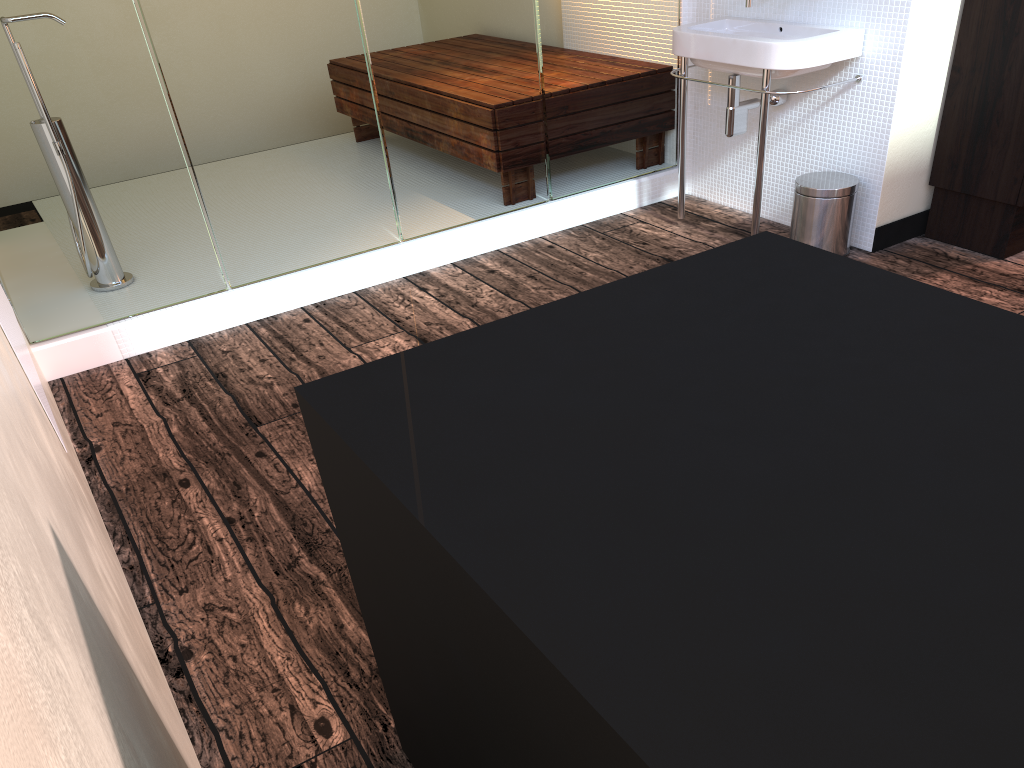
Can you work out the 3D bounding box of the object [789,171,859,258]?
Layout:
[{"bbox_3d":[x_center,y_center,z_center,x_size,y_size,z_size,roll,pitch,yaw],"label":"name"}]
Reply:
[{"bbox_3d":[1.133,-0.675,3.233,0.222,0.312,0.219,9,36,22],"label":"object"}]

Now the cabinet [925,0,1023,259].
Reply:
[{"bbox_3d":[2.390,-1.254,3.338,1.845,0.940,0.381,-22,37,-23],"label":"cabinet"}]

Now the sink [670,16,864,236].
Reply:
[{"bbox_3d":[0.890,-1.049,3.324,0.344,0.799,0.672,-23,37,-24],"label":"sink"}]

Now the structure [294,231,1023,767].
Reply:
[{"bbox_3d":[0.335,0.408,1.181,0.796,0.877,0.858,-23,37,-24],"label":"structure"}]

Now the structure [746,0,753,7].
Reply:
[{"bbox_3d":[0.897,-1.514,3.024,0.235,0.125,0.294,-23,36,-24],"label":"structure"}]
